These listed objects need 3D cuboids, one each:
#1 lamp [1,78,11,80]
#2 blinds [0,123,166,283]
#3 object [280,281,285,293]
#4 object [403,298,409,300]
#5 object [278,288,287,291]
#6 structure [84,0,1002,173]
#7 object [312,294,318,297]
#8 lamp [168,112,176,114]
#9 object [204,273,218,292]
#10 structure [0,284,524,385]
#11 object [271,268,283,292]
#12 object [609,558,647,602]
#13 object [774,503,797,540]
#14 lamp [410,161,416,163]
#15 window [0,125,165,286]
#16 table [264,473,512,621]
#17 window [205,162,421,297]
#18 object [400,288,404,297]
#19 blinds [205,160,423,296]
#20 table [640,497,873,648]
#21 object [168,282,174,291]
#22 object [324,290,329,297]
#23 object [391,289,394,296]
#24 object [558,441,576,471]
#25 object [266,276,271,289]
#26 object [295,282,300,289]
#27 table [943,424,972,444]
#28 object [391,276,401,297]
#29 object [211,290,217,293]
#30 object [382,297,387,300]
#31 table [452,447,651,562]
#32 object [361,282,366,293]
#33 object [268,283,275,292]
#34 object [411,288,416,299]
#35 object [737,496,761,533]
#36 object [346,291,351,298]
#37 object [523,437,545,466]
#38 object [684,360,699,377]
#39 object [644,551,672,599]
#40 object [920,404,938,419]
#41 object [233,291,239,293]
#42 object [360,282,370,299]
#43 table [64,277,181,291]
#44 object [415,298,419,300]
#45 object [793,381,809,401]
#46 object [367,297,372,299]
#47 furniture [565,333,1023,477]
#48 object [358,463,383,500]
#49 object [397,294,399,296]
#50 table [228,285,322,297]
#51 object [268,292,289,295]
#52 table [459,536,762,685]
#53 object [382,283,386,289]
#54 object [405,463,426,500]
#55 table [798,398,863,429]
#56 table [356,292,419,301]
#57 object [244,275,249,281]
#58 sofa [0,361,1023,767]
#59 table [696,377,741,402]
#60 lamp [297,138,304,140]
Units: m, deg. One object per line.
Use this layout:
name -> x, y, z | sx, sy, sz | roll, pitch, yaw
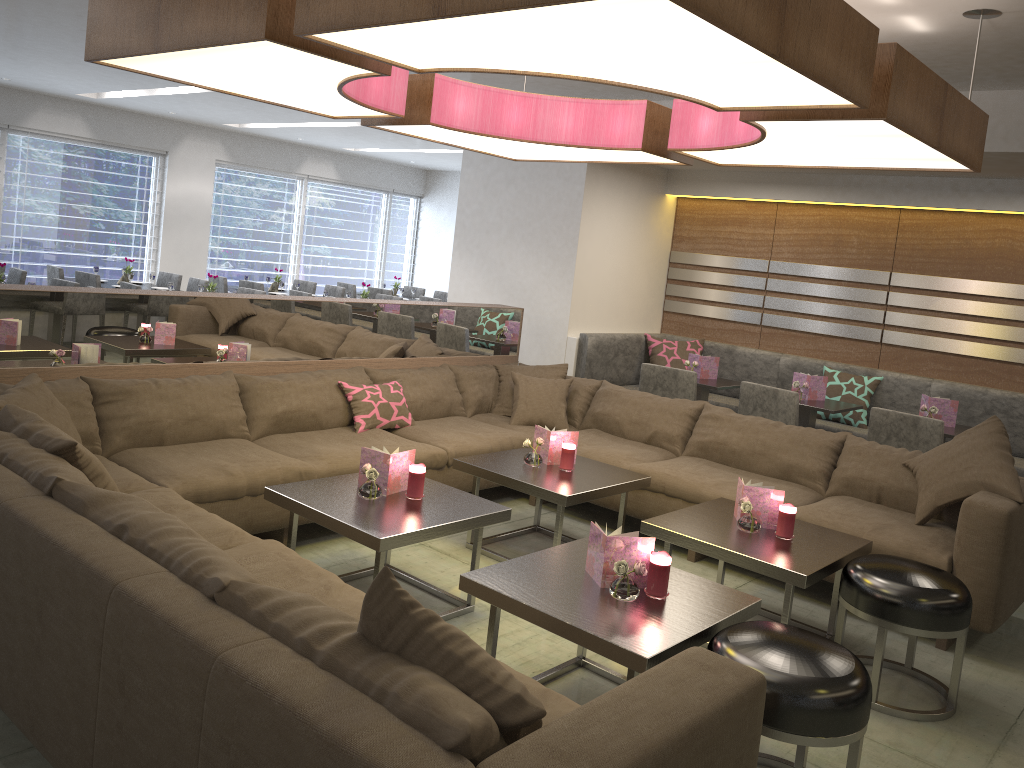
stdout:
lamp -> -4.927, -2.968, 8.608 | 0.089, 0.007, 0.090 | 6, 8, -5
blinds -> -6.620, -1.684, 8.100 | 0.045, 2.029, 7.099 | 10, 8, 40
object -> -2.543, -1.065, 9.765 | 0.053, 0.138, 0.054 | 6, 5, -2
object -> -1.382, -1.053, 10.967 | 0.217, 0.015, 0.218 | 9, 9, 18
object -> -2.728, -1.101, 10.285 | 0.217, 0.015, 0.218 | 9, 9, 18
structure -> 0.179, -1.309, 3.329 | 2.465, 0.614, 2.443 | 13, 11, 40
object -> -2.288, -0.996, 9.906 | 0.217, 0.015, 0.218 | 9, 9, 18
lamp -> -3.811, -3.039, 9.915 | 0.089, 0.007, 0.090 | 6, 8, -5
object -> -2.609, -0.825, 7.652 | 0.156, 0.275, 0.104 | 10, 6, 37
structure -> -1.281, 0.040, 4.677 | 0.225, 1.001, 3.775 | 10, 9, 40
object -> -2.640, -1.170, 9.932 | 0.156, 0.275, 0.104 | 10, 6, 37
object -> 0.375, 0.568, 2.598 | 0.193, 0.125, 0.096 | 4, 6, -18
object -> 1.049, 0.524, 3.381 | 0.075, 0.128, 0.076 | 7, 5, 3
lamp -> -1.428, -3.190, 12.702 | 0.089, 0.007, 0.090 | 6, 8, -5
window -> -6.696, -1.677, 8.178 | 0.160, 2.058, 7.105 | 10, 8, 40
table -> -0.483, 0.631, 3.340 | 0.662, 0.409, 0.658 | 12, 9, 40
window -> -2.798, -1.924, 12.738 | 0.160, 2.059, 3.660 | 10, 8, 40
object -> -1.387, -1.138, 11.117 | 0.053, 0.138, 0.054 | 6, 5, -2
blinds -> -2.710, -1.932, 12.675 | 0.045, 2.030, 3.651 | 10, 8, 40
table -> 0.933, 0.774, 3.445 | 0.662, 0.409, 0.658 | 12, 9, 40
object -> -3.030, -0.831, 7.840 | 0.053, 0.138, 0.054 | 6, 5, -8
object -> -1.924, -0.901, 9.134 | 0.053, 0.138, 0.054 | 6, 5, -2
object -> -1.544, -1.168, 11.330 | 0.070, 0.099, 0.204 | 7, 8, 10
object -> 0.257, 0.332, 4.070 | 0.076, 0.128, 0.076 | 8, 5, 13
object -> -2.857, -1.188, 10.351 | 0.053, 0.138, 0.054 | 6, 5, -2
object -> -2.423, -1.084, 9.978 | 0.053, 0.138, 0.054 | 6, 5, -2
table -> 2.429, 0.565, 5.141 | 0.509, 0.650, 0.506 | 11, 7, 40
object -> -1.483, -1.244, 11.285 | 0.156, 0.275, 0.104 | 10, 6, 37
object -> -2.526, -0.720, 7.475 | 0.053, 0.138, 0.054 | 6, 5, -2
object -> -1.300, -0.809, 8.983 | 0.053, 0.138, 0.054 | 6, 5, -2
table -> 0.168, 0.589, 4.102 | 0.662, 0.409, 0.658 | 12, 9, 40
object -> -1.937, -1.260, 11.518 | 0.053, 0.138, 0.054 | 6, 5, -2
object -> -2.701, -1.095, 9.977 | 0.070, 0.099, 0.204 | 7, 8, 10
object -> -1.267, -1.157, 11.330 | 0.053, 0.138, 0.054 | 6, 5, -2
object -> 0.920, 0.505, 3.414 | 0.095, 0.128, 0.107 | 6, 6, 0
object -> -1.734, -0.913, 9.356 | 0.053, 0.138, 0.054 | 6, 5, -2
object -> 0.099, 0.309, 4.095 | 0.102, 0.131, 0.092 | 7, 6, 5
object -> 1.234, -0.100, 6.075 | 0.107, 0.125, 0.095 | 6, 6, -7
object -> 0.438, 0.567, 2.635 | 0.075, 0.128, 0.076 | 7, 5, 3
object -> 2.394, 0.179, 5.080 | 0.095, 0.125, 0.102 | 7, 6, 4
object -> -2.406, -0.739, 7.689 | 0.053, 0.138, 0.054 | 6, 5, -2
object -> -1.498, -0.895, 8.952 | 0.156, 0.275, 0.104 | 10, 6, 37
table -> -3.785, -0.651, 8.677 | 1.198, 0.630, 0.777 | 13, 9, 40
object -> -1.131, -1.069, 11.260 | 0.217, 0.015, 0.218 | 7, 8, 3
object -> 1.815, 0.038, 5.585 | 0.110, 0.125, 0.092 | 5, 6, -17
object -> -1.420, -0.790, 8.769 | 0.053, 0.138, 0.054 | 6, 5, -2
furniture -> 1.934, 0.582, 3.979 | 5.690, 0.848, 4.258 | 13, 11, 40
object -> -0.526, 0.361, 3.290 | 0.095, 0.128, 0.101 | 9, 6, 23
object -> -1.571, -1.175, 11.638 | 0.217, 0.015, 0.218 | 7, 8, 3
table -> -2.674, -0.722, 9.977 | 1.198, 0.630, 0.777 | 13, 9, 40
object -> -2.538, -0.980, 9.613 | 0.217, 0.015, 0.218 | 9, 9, 18
table -> 0.282, 0.815, 2.683 | 0.662, 0.409, 0.658 | 12, 9, 40
object -> -1.702, -1.262, 11.703 | 0.053, 0.138, 0.054 | 6, 5, -2
object -> -0.364, 0.369, 3.360 | 0.076, 0.128, 0.076 | 8, 5, 13
table -> 1.852, 0.426, 5.636 | 0.509, 0.650, 0.506 | 11, 7, 40
table -> -1.517, -0.795, 11.330 | 1.198, 0.630, 0.777 | 13, 9, 40
object -> -3.047, -1.176, 10.130 | 0.053, 0.138, 0.054 | 6, 5, -2
sofa -> -0.016, 0.517, 3.571 | 3.203, 0.671, 3.767 | 13, 11, 40
table -> 1.276, 0.287, 6.131 | 0.509, 0.650, 0.506 | 11, 7, 40
lamp -> -2.687, -3.110, 11.230 | 0.089, 0.007, 0.090 | 6, 8, -5
